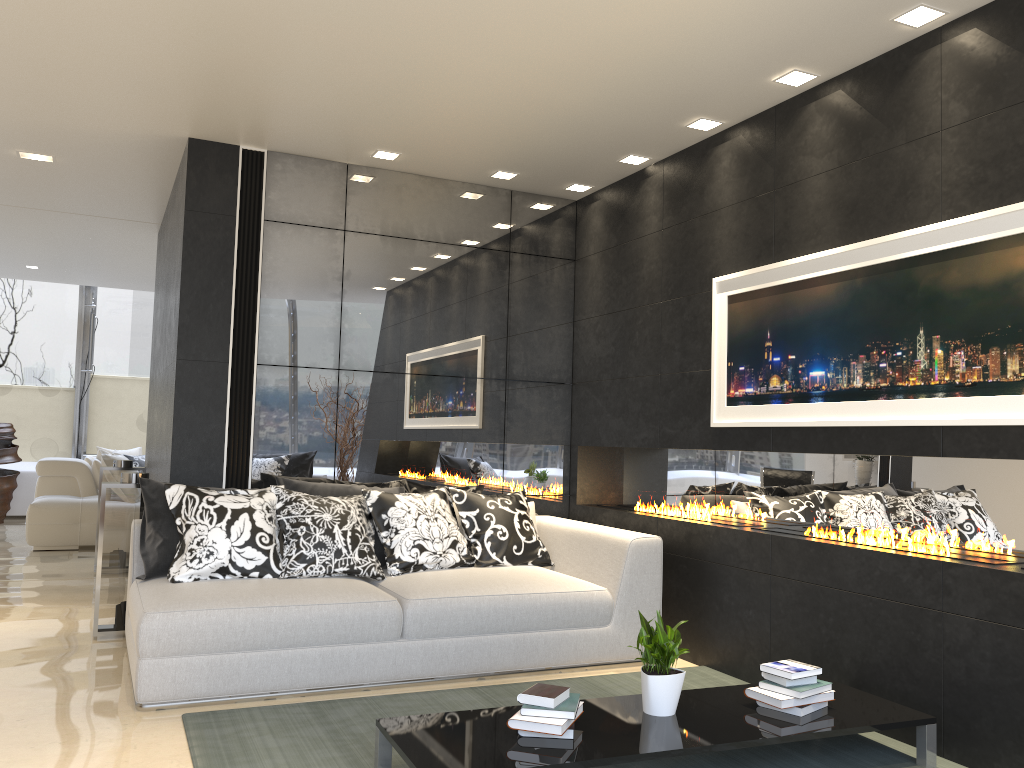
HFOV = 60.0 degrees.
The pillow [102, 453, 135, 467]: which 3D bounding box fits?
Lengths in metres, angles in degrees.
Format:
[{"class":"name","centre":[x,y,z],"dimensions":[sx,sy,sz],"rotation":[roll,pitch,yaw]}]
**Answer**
[{"class":"pillow","centre":[-4.463,1.037,10.240],"dimensions":[0.394,0.471,0.604],"rotation":[2,-4,-9]}]

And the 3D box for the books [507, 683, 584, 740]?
[{"class":"books","centre":[0.117,1.119,3.034],"dimensions":[0.223,0.126,0.307],"rotation":[1,-4,13]}]

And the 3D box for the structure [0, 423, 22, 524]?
[{"class":"structure","centre":[-6.404,1.099,10.876],"dimensions":[0.672,1.258,0.674],"rotation":[-2,-5,42]}]

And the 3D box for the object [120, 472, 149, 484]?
[{"class":"object","centre":[-2.202,0.549,5.180],"dimensions":[0.151,0.059,0.153],"rotation":[0,-4,25]}]

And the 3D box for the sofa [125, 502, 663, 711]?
[{"class":"sofa","centre":[-0.654,1.076,4.843],"dimensions":[2.625,0.798,1.334],"rotation":[3,-4,-25]}]

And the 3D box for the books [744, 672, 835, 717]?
[{"class":"books","centre":[1.060,1.171,3.393],"dimensions":[0.307,0.126,0.223],"rotation":[4,-5,-36]}]

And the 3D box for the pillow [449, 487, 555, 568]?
[{"class":"pillow","centre":[-0.059,0.866,5.325],"dimensions":[0.610,0.479,0.383],"rotation":[5,-5,-38]}]

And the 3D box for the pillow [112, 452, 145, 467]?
[{"class":"pillow","centre":[-4.554,1.089,10.891],"dimensions":[0.405,0.483,0.599],"rotation":[-1,-5,34]}]

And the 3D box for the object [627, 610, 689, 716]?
[{"class":"object","centre":[0.545,1.029,3.283],"dimensions":[0.215,0.369,0.284],"rotation":[-2,-5,43]}]

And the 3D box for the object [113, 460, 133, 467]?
[{"class":"object","centre":[-3.262,0.669,7.440],"dimensions":[0.153,0.059,0.151],"rotation":[1,-4,15]}]

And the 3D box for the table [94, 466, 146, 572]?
[{"class":"table","centre":[-3.276,1.132,7.409],"dimensions":[0.350,0.872,0.202],"rotation":[3,-4,-25]}]

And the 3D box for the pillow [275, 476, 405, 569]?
[{"class":"pillow","centre":[-0.935,0.794,5.050],"dimensions":[0.796,0.511,0.474],"rotation":[3,-4,-24]}]

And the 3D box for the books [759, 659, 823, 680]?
[{"class":"books","centre":[1.073,1.096,3.410],"dimensions":[0.185,0.027,0.154],"rotation":[4,-5,-34]}]

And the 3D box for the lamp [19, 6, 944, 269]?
[{"class":"lamp","centre":[-3.454,-1.509,5.012],"dimensions":[9.928,0.004,9.775],"rotation":[3,-4,-24]}]

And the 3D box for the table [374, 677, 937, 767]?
[{"class":"table","centre":[0.551,1.298,3.194],"dimensions":[1.982,0.187,0.594],"rotation":[3,-4,-22]}]

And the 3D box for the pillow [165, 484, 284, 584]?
[{"class":"pillow","centre":[-1.445,0.760,4.515],"dimensions":[0.607,0.483,0.368],"rotation":[4,-4,-26]}]

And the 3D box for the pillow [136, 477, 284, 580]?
[{"class":"pillow","centre":[-1.580,0.769,4.740],"dimensions":[0.808,0.525,0.434],"rotation":[4,-4,-29]}]

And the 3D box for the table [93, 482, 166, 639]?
[{"class":"table","centre":[-2.216,1.012,5.149],"dimensions":[0.350,0.872,0.202],"rotation":[3,-4,-25]}]

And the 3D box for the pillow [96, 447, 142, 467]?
[{"class":"pillow","centre":[-3.972,1.083,11.172],"dimensions":[1.656,0.530,3.322],"rotation":[-1,-5,35]}]

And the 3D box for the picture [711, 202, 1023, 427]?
[{"class":"picture","centre":[1.525,-0.219,3.846],"dimensions":[0.025,0.804,2.068],"rotation":[3,-4,-25]}]

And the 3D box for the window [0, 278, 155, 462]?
[{"class":"window","centre":[-5.342,-0.141,4.313],"dimensions":[16.171,3.674,16.693],"rotation":[3,-4,-19]}]

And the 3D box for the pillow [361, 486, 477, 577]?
[{"class":"pillow","centre":[-0.508,0.827,5.026],"dimensions":[0.598,0.470,0.390],"rotation":[5,-5,-41]}]

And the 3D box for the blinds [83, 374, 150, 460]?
[{"class":"blinds","centre":[-5.186,0.520,12.322],"dimensions":[1.376,1.214,0.387],"rotation":[3,-4,-25]}]

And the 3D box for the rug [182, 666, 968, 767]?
[{"class":"rug","centre":[0.408,1.393,3.264],"dimensions":[2.923,0.012,2.194],"rotation":[3,-4,-24]}]

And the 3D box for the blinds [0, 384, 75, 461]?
[{"class":"blinds","centre":[-6.584,0.531,11.697],"dimensions":[1.430,1.027,0.329],"rotation":[3,-4,-25]}]

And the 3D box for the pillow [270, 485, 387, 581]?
[{"class":"pillow","centre":[-0.969,0.800,4.711],"dimensions":[0.623,0.505,0.393],"rotation":[4,-4,-31]}]

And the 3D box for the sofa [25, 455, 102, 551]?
[{"class":"sofa","centre":[-3.412,1.352,10.743],"dimensions":[4.169,0.866,3.257],"rotation":[3,-4,-25]}]
